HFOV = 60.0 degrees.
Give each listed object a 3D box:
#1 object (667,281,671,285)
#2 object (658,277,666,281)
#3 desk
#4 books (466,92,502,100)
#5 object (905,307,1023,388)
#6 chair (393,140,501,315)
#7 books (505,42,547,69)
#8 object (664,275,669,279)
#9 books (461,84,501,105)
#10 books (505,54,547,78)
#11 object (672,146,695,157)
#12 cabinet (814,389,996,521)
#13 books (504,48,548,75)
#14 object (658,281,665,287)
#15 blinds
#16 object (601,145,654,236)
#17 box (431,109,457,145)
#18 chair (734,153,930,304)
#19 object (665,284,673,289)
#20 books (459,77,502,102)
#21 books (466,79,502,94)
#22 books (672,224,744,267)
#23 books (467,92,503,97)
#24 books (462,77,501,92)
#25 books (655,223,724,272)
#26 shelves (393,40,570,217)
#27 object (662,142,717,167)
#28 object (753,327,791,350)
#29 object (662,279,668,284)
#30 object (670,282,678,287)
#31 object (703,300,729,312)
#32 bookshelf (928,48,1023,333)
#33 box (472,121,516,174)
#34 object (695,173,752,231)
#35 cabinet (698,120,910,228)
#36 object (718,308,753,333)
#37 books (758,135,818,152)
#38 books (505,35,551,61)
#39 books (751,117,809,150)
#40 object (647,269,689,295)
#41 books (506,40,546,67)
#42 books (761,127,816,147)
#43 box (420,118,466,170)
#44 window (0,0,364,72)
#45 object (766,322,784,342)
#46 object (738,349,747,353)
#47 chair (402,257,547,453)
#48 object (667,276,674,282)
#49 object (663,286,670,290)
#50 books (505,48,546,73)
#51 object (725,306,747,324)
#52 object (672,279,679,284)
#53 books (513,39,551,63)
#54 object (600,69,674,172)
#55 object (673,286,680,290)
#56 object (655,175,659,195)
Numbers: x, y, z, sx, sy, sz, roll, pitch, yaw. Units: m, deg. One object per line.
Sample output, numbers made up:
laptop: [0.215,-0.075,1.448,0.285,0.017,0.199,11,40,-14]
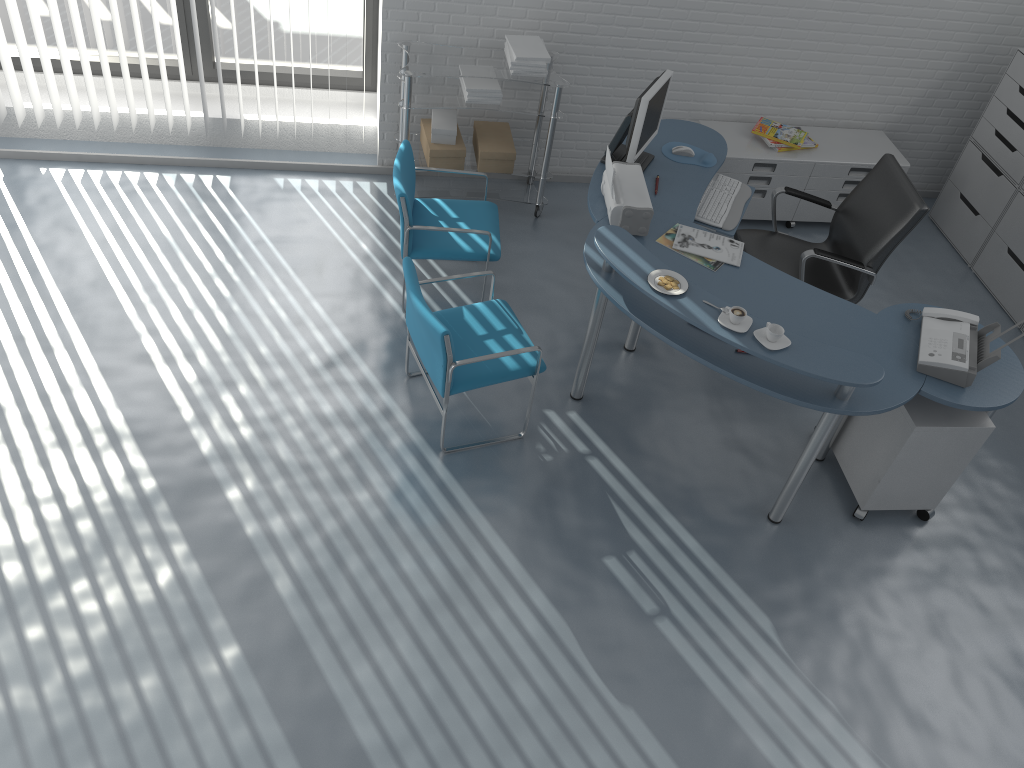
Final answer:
object: [0.611,-0.391,3.435,0.025,0.005,0.027,-11,48,-21]
object: [0.585,-0.408,3.448,0.027,0.005,0.025,29,47,19]
desk: [0.955,-0.325,4.091,1.402,0.900,2.282,-19,51,-27]
books: [-0.164,-1.634,4.856,0.190,0.015,0.270,0,45,-10]
object: [1.795,-0.227,3.497,0.399,0.280,0.405,21,45,11]
chair: [-0.334,-0.766,4.446,0.543,0.707,0.542,3,44,-7]
books: [0.071,-1.761,4.754,0.190,0.015,0.270,0,45,-11]
object: [0.610,-0.414,3.459,0.025,0.005,0.027,-26,54,-32]
books: [-0.176,-1.610,4.873,0.190,0.015,0.270,-1,45,-11]
books: [0.073,-1.728,4.785,0.190,0.015,0.270,0,45,-11]
object: [0.868,-1.180,4.478,0.115,0.035,0.054,7,44,-3]
cabinet: [1.694,0.206,3.896,0.383,0.605,0.559,1,44,-9]
books: [0.074,-1.738,4.774,0.190,0.015,0.270,-2,45,-13]
object: [0.577,-0.387,3.426,0.027,0.005,0.025,26,46,16]
blinds: [-2.673,-2.535,3.972,4.001,2.955,0.158,0,45,-11]
object: [0.504,-0.878,3.932,0.197,0.273,0.392,4,44,-7]
box: [-0.380,-1.440,4.959,0.139,0.090,0.234,3,44,-7]
chair: [1.511,-0.650,4.493,0.652,0.948,0.584,4,44,-7]
object: [0.603,-0.374,3.411,0.027,0.005,0.025,-16,49,-24]
books: [-0.174,-1.620,4.862,0.190,0.015,0.270,-3,45,-13]
books: [-0.162,-1.656,4.836,0.190,0.015,0.270,1,45,-10]
books: [0.869,-0.612,3.917,0.300,0.010,0.200,17,44,7]
books: [-0.162,-1.640,4.841,0.190,0.015,0.270,-1,45,-11]
books: [-0.175,-1.656,4.812,0.190,0.015,0.270,-2,45,-13]
books: [0.808,-0.603,3.900,0.300,0.005,0.200,32,48,21]
shelves: [-0.211,-1.421,5.041,0.896,0.848,0.441,0,45,-10]
object: [0.900,-1.176,4.491,0.285,0.026,0.213,9,44,-1]
object: [0.957,-0.165,3.267,0.119,0.016,0.119,-16,50,-25]
object: [0.593,-0.396,3.431,0.025,0.005,0.027,3,44,-7]
object: [0.626,-0.386,3.427,0.025,0.005,0.027,-6,46,-17]
object: [0.775,-0.295,3.361,0.119,0.021,0.025,34,48,23]
bookshelf: [3.240,-0.720,4.738,0.521,1.141,2.294,0,45,-11]
box: [-0.106,-1.360,5.089,0.207,0.133,0.347,0,45,-10]
object: [1.004,-0.903,4.327,0.276,0.028,0.478,22,45,12]
cabinet: [1.742,-1.289,5.531,1.259,0.484,0.447,0,45,-11]
object: [0.833,-0.234,3.314,0.119,0.016,0.119,27,46,16]
books: [1.661,-1.471,5.339,0.300,0.020,0.210,-12,48,-21]
books: [0.084,-1.792,4.723,0.190,0.015,0.270,-4,45,-14]
books: [1.603,-1.500,5.300,0.300,0.020,0.210,24,46,14]
object: [0.602,-0.391,3.432,0.162,0.011,0.162,30,47,20]
books: [0.074,-1.767,4.739,0.190,0.015,0.270,2,44,-9]
books: [1.637,-1.480,5.315,0.300,0.020,0.210,-4,45,-14]
box: [-0.395,-1.360,5.036,0.207,0.133,0.347,-3,45,-14]
window: [-2.361,-2.857,4.406,3.635,2.562,0.008,0,45,-11]
object: [0.962,-0.187,3.255,0.062,0.049,0.078,15,44,5]
object: [0.969,-0.117,3.426,0.200,0.010,0.011,7,44,-4]
chair: [-0.187,-0.154,3.844,0.543,0.707,0.542,-11,48,-21]
object: [0.616,-0.408,3.448,0.025,0.005,0.027,33,48,22]
object: [0.599,-0.371,3.413,0.027,0.005,0.025,-22,53,-29]
books: [0.069,-1.747,4.760,0.190,0.015,0.270,1,44,-9]
object: [0.834,-0.256,3.302,0.062,0.049,0.078,-7,46,-17]
object: [0.635,-0.396,3.446,0.025,0.005,0.027,-27,55,-32]
books: [0.091,-1.787,4.741,0.190,0.015,0.270,0,45,-11]
object: [0.596,-1.251,4.228,0.212,0.417,0.365,23,45,13]
object: [0.631,-0.373,3.421,0.027,0.005,0.025,-8,47,-18]
object: [0.691,-0.946,4.225,0.013,0.013,0.178,12,44,2]
